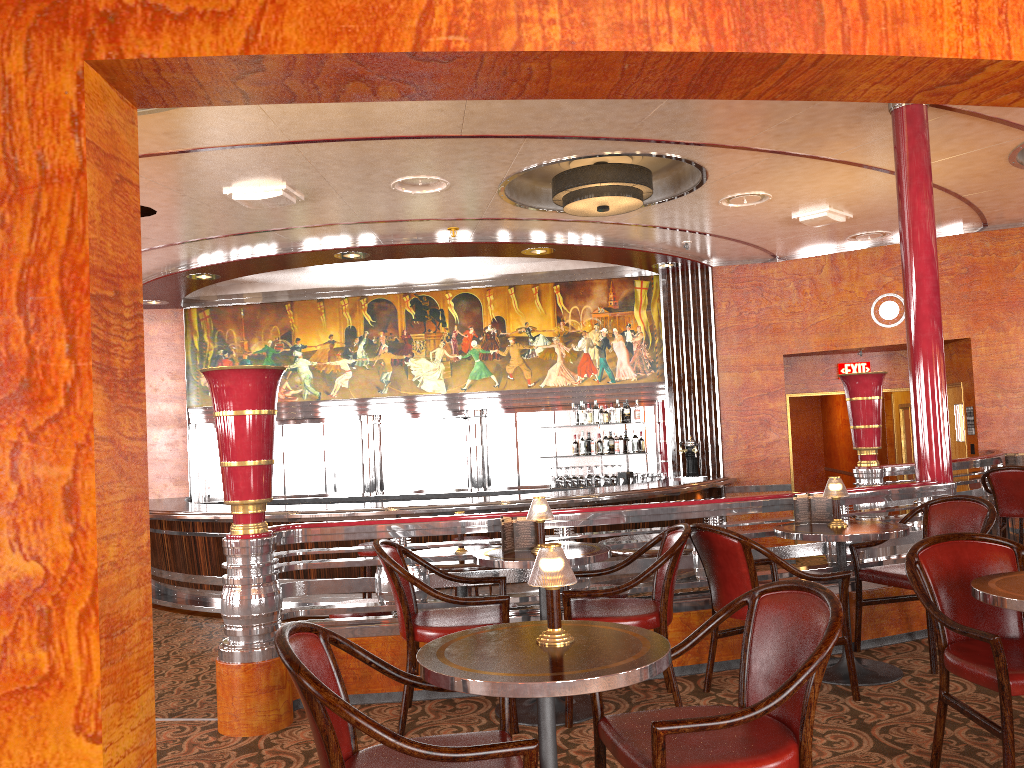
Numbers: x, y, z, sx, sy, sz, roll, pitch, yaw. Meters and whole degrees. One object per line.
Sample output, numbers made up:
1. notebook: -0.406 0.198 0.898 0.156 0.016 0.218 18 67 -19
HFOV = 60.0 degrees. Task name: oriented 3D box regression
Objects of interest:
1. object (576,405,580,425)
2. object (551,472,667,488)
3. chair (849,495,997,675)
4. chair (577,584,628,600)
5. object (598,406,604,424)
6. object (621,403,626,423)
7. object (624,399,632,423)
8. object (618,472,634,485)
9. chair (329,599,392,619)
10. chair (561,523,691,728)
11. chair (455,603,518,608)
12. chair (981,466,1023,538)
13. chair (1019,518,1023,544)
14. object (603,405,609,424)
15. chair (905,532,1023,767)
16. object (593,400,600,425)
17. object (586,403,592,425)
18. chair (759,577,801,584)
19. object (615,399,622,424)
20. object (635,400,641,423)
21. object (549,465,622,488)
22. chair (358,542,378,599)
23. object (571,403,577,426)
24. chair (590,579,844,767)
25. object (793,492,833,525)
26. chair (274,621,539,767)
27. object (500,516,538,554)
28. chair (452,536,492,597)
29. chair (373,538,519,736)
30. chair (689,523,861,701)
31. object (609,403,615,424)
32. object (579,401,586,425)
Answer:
1. object: 0.849 0.392 11.132 0.090 0.256 0.090 -4 -3 29
2. object: 1.212 1.187 10.998 1.425 0.134 0.403 -4 -3 14
3. chair: 2.214 1.017 4.688 0.615 0.816 0.588 -2 -3 -22
4. chair: 0.506 1.552 5.080 0.350 0.755 0.350 0 -3 -41
5. object: 1.089 0.386 11.057 0.068 0.235 0.212 -4 -3 28
6. object: 1.411 0.363 11.094 0.090 0.256 0.090 -3 -3 14
7. object: 1.422 0.334 10.926 0.090 0.293 0.090 -5 -3 42
8. object: 1.378 1.161 10.889 0.169 0.156 0.195 -5 -4 33
9. chair: -0.832 1.609 4.959 0.350 0.755 0.350 -1 -3 -33
10. chair: 0.528 1.061 4.060 0.615 0.816 0.588 -3 -3 3
11. chair: -0.122 1.562 4.726 0.350 0.755 0.350 0 -3 -41
12. chair: 4.282 1.073 7.396 0.588 0.816 0.615 -5 -4 43
13. chair: 5.050 1.092 8.354 0.588 0.816 0.615 -4 -3 28
14. object: 1.165 0.377 10.984 0.070 0.238 0.070 -2 -3 -18
15. chair: 1.711 0.945 3.019 0.588 0.816 0.615 -2 -3 -7
16. object: 1.039 0.349 10.978 0.078 0.305 0.078 -3 -3 -4
17. object: 0.954 0.372 11.012 0.080 0.272 0.080 -3 -3 1
18. chair: 1.533 1.510 5.196 0.350 0.755 0.350 -4 -3 24
19. object: 1.309 0.335 10.957 0.078 0.305 0.078 -2 -3 -11
20. object: 1.547 0.334 10.928 0.067 0.282 0.067 -4 -3 19
21. object: 0.911 1.146 10.993 0.951 0.244 0.396 -3 -3 11
22. chair: -1.182 1.793 7.878 0.350 0.755 0.350 -2 -3 -18
23. object: 0.765 0.377 11.037 0.067 0.282 0.067 -1 -3 -37
24. chair: 0.564 0.963 2.367 0.615 0.816 0.588 -2 -3 -12
25. object: 1.548 0.656 4.654 0.169 0.156 0.195 -2 -3 -22
26. chair: -0.256 0.992 2.198 0.615 0.816 0.588 -2 -3 -7
27. object: -0.006 0.702 4.156 0.195 0.156 0.169 -1 -3 -32
28. chair: -0.349 1.756 7.927 0.350 0.755 0.350 0 -3 -41
29. chair: -0.304 1.099 4.016 0.615 0.816 0.588 -3 -3 -2
30. chair: 1.161 1.035 4.119 0.615 0.816 0.588 -2 -3 -22
31. object: 1.247 0.361 11.070 0.080 0.272 0.080 -2 -3 -24
32. object: 0.869 0.360 11.023 0.078 0.305 0.078 -3 -3 -1
